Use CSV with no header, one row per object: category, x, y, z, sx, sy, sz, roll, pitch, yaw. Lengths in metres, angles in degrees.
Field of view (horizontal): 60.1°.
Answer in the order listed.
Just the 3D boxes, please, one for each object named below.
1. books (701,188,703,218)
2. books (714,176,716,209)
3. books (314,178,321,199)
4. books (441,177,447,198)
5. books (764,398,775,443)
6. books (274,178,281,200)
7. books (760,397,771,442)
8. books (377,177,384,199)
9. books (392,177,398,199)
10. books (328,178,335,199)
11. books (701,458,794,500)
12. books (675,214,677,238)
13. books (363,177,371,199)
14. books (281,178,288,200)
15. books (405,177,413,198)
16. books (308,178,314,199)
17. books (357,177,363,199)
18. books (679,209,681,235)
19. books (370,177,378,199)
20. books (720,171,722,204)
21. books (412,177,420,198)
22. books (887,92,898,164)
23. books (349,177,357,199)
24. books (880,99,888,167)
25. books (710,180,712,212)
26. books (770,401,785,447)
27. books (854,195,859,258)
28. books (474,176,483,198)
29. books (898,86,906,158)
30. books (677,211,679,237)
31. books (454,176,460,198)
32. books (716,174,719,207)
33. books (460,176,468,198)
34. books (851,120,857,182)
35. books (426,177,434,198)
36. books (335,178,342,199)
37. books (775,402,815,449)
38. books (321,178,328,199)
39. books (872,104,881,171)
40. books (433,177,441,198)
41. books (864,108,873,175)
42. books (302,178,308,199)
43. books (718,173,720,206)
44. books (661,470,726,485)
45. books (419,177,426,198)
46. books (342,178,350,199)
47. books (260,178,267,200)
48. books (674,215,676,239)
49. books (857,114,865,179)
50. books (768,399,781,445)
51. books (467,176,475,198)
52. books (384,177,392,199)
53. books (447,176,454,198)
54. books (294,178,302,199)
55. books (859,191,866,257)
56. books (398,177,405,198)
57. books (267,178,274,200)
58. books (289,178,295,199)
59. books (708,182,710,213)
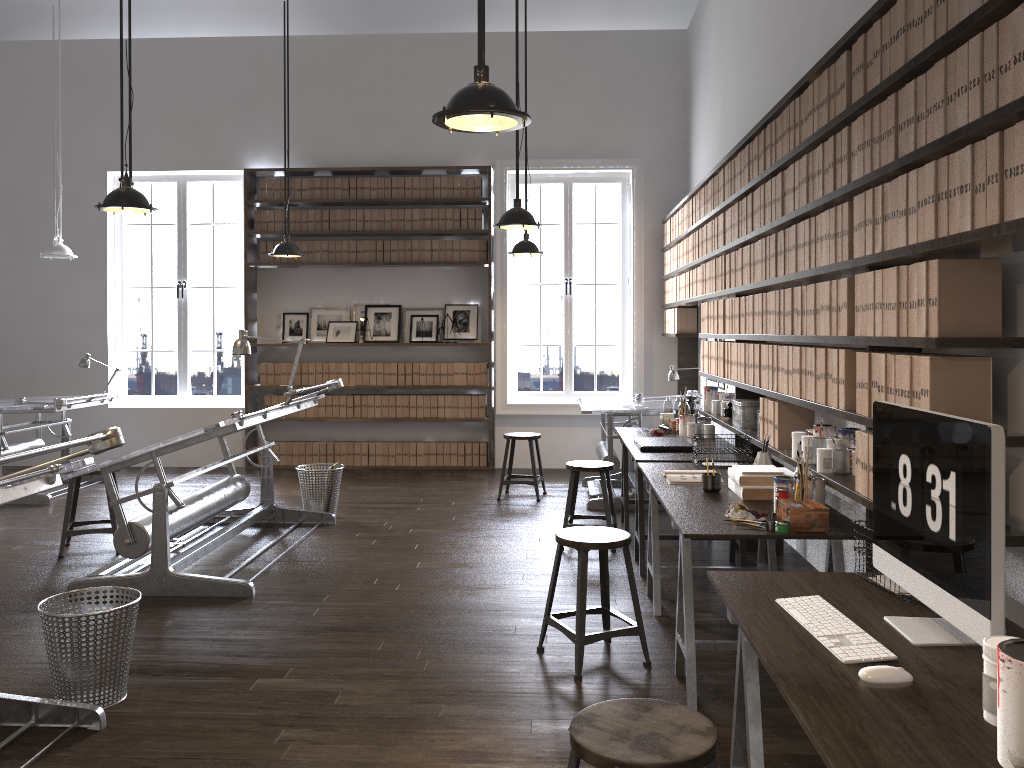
books,1.452,-1.291,6.354,0.174,0.225,0.067,0,1,3
books,1.430,-1.262,5.865,0.174,0.225,0.067,0,1,3
books,-1.945,-1.960,8.965,0.067,0.225,0.175,0,2,3
books,-0.675,-1.960,8.909,0.067,0.225,0.175,0,2,3
books,1.371,0.187,4.482,0.174,0.225,0.067,0,1,3
books,-2.357,-1.960,8.987,0.067,0.225,0.174,0,2,3
books,1.368,0.183,4.549,0.174,0.226,0.067,0,1,3
books,-1.309,-1.960,8.942,0.067,0.225,0.174,0,2,3
books,-1.164,-1.960,8.932,0.067,0.225,0.175,0,2,3
books,-1.807,-1.960,8.964,0.067,0.225,0.174,0,2,3
books,1.017,0.405,3.822,0.385,0.147,0.295,0,3,3
books,1.520,-1.373,7.736,0.174,0.225,0.067,0,1,3
books,-1.451,-1.960,8.941,0.067,0.225,0.175,0,2,3
books,-2.287,-1.960,8.988,0.067,0.225,0.174,0,2,3
books,-1.029,-1.960,8.922,0.067,0.225,0.175,0,2,3
books,-2.012,-1.960,8.973,0.067,0.225,0.175,0,2,3
books,-1.516,-1.960,8.951,0.067,0.225,0.175,0,2,3
books,1.504,-1.357,7.468,0.174,0.225,0.067,0,1,3
books,-1.378,-1.960,8.941,0.067,0.225,0.174,0,2,3
books,1.419,-1.249,5.651,0.174,0.225,0.067,0,1,3
books,-0.957,-1.960,8.922,0.067,0.225,0.174,0,2,3
books,1.285,-0.803,2.797,0.174,0.226,0.067,0,1,3
books,-1.591,-1.960,8.949,0.067,0.225,0.175,0,2,3
books,1.294,-0.807,2.871,0.174,0.225,0.067,0,1,3
books,1.432,-1.270,6.000,0.174,0.225,0.067,0,1,3
books,1.360,0.195,4.340,0.174,0.225,0.067,0,1,3
books,1.304,-0.553,3.124,0.174,0.225,0.067,0,1,3
books,-0.336,-1.960,8.891,0.067,0.225,0.174,0,2,3
books,1.287,-0.798,2.722,0.174,0.225,0.067,0,1,3
books,1.507,-1.365,7.598,0.174,0.226,0.067,0,1,3
books,-0.545,-1.959,8.899,0.067,0.225,0.175,0,2,3
books,1.428,-1.258,5.790,0.174,0.225,0.067,0,1,3
books,-0.478,-1.960,8.902,0.067,0.225,0.175,0,2,3
books,1.303,-0.824,3.144,0.174,0.225,0.067,0,1,3
books,-0.817,-1.960,8.917,0.067,0.225,0.175,0,2,3
books,-1.736,-1.960,8.957,0.067,0.225,0.174,0,2,3
books,1.361,0.200,4.269,0.174,0.225,0.067,0,1,3
books,-1.878,-1.960,8.968,0.067,0.225,0.175,0,2,3
books,1.294,-0.811,2.937,0.174,0.225,0.067,0,1,3
books,-0.747,-1.960,8.910,0.067,0.225,0.175,0,2,3
books,1.293,-0.815,3.000,0.174,0.226,0.067,0,1,3
books,-2.075,-1.960,8.974,0.067,0.225,0.175,0,2,3
books,1.427,-1.254,5.720,0.174,0.225,0.067,0,1,3
books,0.858,0.437,4.228,0.256,0.029,0.355,0,3,3
books,-0.887,-1.960,8.922,0.067,0.225,0.174,0,2,3
books,-1.665,-1.960,8.958,0.067,0.225,0.175,0,2,3
books,-2.502,-1.960,8.990,0.067,0.225,0.175,0,2,3
books,1.519,-1.377,7.807,0.174,0.225,0.067,0,1,3
books,1.296,-0.819,3.072,0.174,0.225,0.067,0,1,3
books,1.368,0.191,4.411,0.174,0.225,0.067,0,1,3
books,-0.407,-1.960,8.899,0.067,0.225,0.174,0,2,3
books,-1.239,-1.960,8.937,0.067,0.225,0.175,0,2,3
books,-0.612,-1.960,8.907,0.067,0.225,0.175,0,2,3
books,-2.147,-1.960,8.975,0.067,0.225,0.175,0,2,3
books,1.296,-0.550,3.061,0.174,0.226,0.067,0,1,3
books,-1.101,-1.960,8.925,0.067,0.225,0.175,0,2,3
books,-2.429,-1.960,8.987,0.067,0.225,0.175,0,2,3
books,-2.217,-1.960,8.983,0.067,0.225,0.175,0,2,3
books,1.439,-1.274,6.072,0.174,0.225,0.067,0,1,3
